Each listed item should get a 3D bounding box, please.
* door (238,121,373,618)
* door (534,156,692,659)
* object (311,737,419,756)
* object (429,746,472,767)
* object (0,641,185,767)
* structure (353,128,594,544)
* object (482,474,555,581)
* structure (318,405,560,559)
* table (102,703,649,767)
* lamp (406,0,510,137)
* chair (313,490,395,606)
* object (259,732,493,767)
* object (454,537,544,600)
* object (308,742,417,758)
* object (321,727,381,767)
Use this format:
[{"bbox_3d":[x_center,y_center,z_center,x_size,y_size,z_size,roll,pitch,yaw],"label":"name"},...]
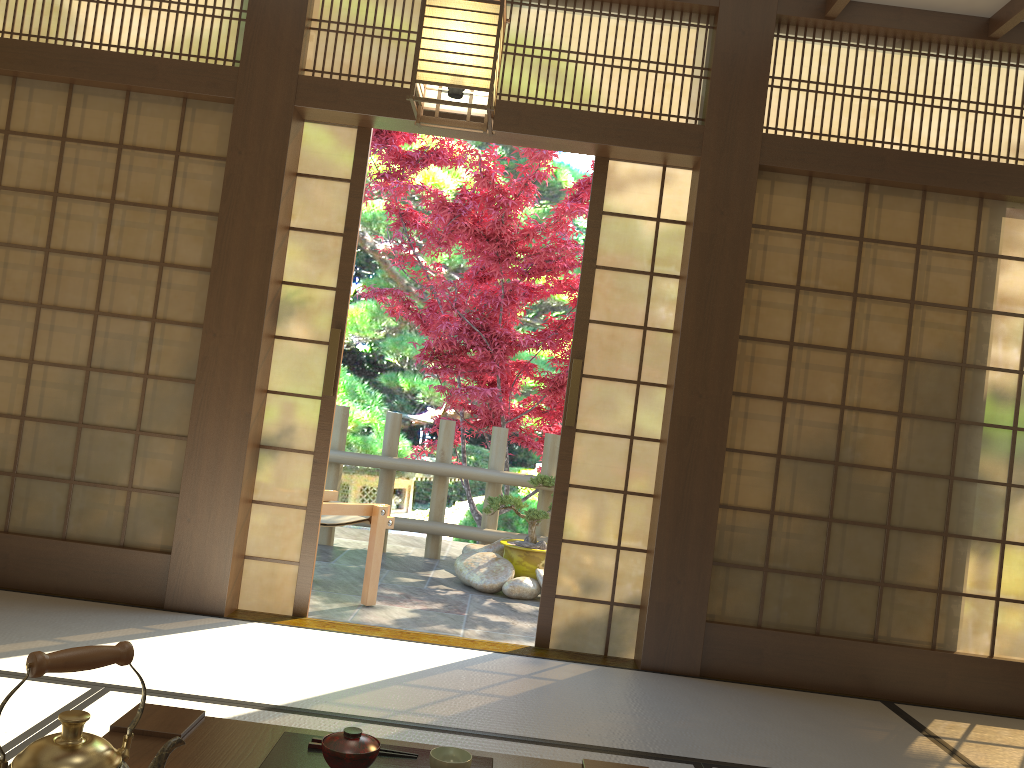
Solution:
[{"bbox_3d":[-1.720,-0.170,4.000,1.894,2.380,0.073,7,-2,0],"label":"door"},{"bbox_3d":[1.179,0.195,3.994,1.894,2.380,0.073,7,-2,0],"label":"door"},{"bbox_3d":[-0.272,0.673,1.646,0.200,0.008,0.008,7,-2,1],"label":"object"},{"bbox_3d":[-0.109,0.668,1.536,0.074,0.052,0.073,5,-3,43],"label":"object"},{"bbox_3d":[-0.554,0.480,1.120,0.219,0.296,0.226,7,-2,-5],"label":"object"},{"bbox_3d":[-0.319,-0.523,7.456,3.412,4.004,3.045,6,-3,33],"label":"structure"},{"bbox_3d":[0.369,0.697,5.946,1.032,1.362,0.586,6,-2,26],"label":"object"},{"bbox_3d":[0.296,0.924,6.572,7.456,1.136,0.245,7,-2,0],"label":"structure"},{"bbox_3d":[-0.250,0.837,1.222,1.000,0.350,1.000,7,-2,0],"label":"table"},{"bbox_3d":[-0.101,-1.281,2.525,0.240,1.129,0.240,7,-2,0],"label":"lamp"},{"bbox_3d":[-1.145,0.841,4.838,0.704,0.598,0.698,9,-3,-43],"label":"chair"},{"bbox_3d":[-0.234,0.681,1.533,0.400,0.007,0.300,7,-2,0],"label":"object"},{"bbox_3d":[0.244,1.237,5.913,1.260,0.276,1.147,7,-2,-4],"label":"object"},{"bbox_3d":[-0.273,0.673,1.628,0.200,0.008,0.008,7,-2,-4],"label":"object"},{"bbox_3d":[-0.275,0.628,1.506,0.100,0.080,0.100,7,-2,0],"label":"object"}]
